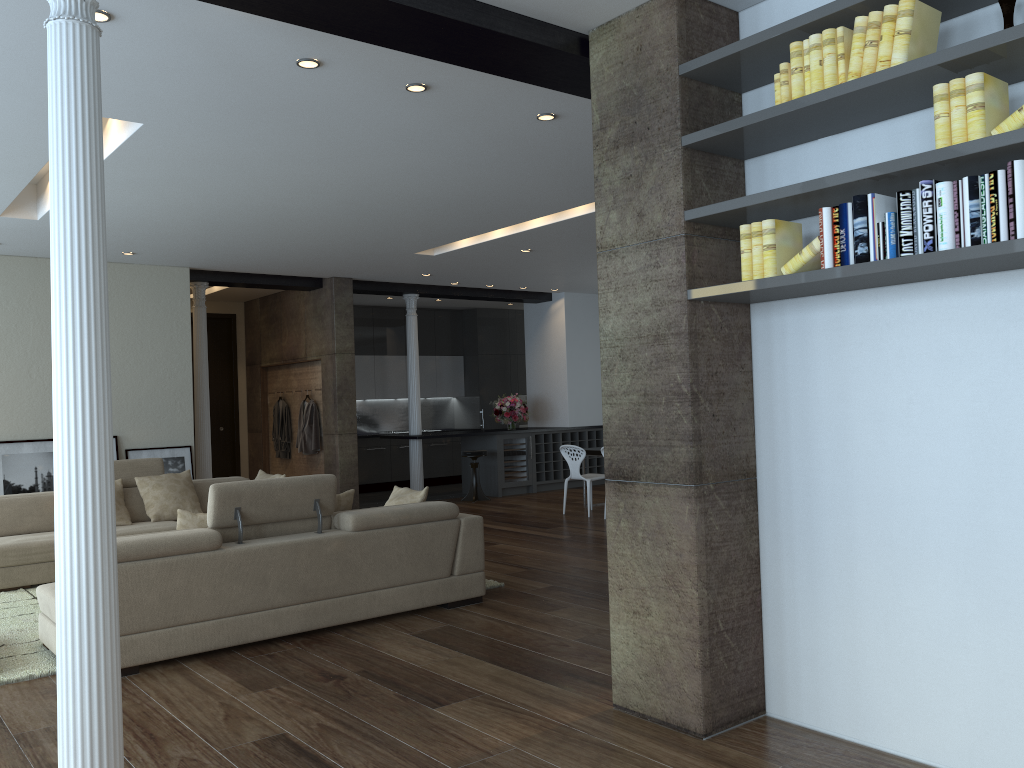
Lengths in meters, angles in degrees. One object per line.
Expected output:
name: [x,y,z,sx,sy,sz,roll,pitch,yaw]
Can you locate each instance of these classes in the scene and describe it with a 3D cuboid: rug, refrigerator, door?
rug: [-2.639,1.571,6.407,4.231,0.020,2.972,-1,-1,-38]
refrigerator: [0.056,1.103,12.893,0.578,0.774,0.075,-1,-1,-34]
door: [-4.574,0.367,13.066,1.037,2.814,0.246,-1,-1,-38]

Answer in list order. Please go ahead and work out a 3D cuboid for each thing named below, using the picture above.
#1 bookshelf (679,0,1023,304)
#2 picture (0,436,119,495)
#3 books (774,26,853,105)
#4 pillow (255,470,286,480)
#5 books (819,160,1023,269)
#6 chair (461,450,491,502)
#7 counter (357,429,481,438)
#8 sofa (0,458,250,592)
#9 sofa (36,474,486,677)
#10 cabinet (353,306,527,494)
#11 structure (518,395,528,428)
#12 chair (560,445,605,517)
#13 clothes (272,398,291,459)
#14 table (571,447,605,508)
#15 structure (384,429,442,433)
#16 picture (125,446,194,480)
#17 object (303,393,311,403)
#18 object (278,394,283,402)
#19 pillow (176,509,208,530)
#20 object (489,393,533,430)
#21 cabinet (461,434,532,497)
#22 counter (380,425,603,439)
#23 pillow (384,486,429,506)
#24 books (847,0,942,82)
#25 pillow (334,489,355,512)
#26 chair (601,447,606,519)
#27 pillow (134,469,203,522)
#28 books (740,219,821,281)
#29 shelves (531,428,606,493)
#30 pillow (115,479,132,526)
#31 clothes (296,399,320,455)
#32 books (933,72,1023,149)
bookshelf: [2.323,-0.895,1.783,0.400,0.942,4.804,-1,-1,-38]
picture: [-4.596,1.126,9.004,1.183,1.140,0.225,-1,-1,-38]
books: [1.110,-1.112,3.187,0.209,0.220,0.278,-1,-1,-40]
pillow: [-2.394,1.028,8.418,0.395,0.393,0.518,-1,-1,-42]
books: [2.075,-0.570,2.012,0.242,0.237,2.981,-1,-1,-38]
chair: [0.910,1.291,9.259,16.134,0.952,21.556,-1,-1,-38]
counter: [-2.183,0.921,14.426,3.597,0.223,0.807,-1,-1,-38]
sofa: [-3.326,1.159,7.965,2.581,0.950,1.021,-1,-1,-38]
sofa: [-1.504,1.052,5.651,2.581,0.950,1.021,-1,-1,-38]
cabinet: [-0.704,0.192,15.611,7.409,2.980,0.827,-1,-1,-38]
structure: [0.198,0.502,16.166,0.595,0.596,0.591,-1,-1,-38]
chair: [0.886,1.119,10.467,0.581,0.835,0.495,-1,-1,-38]
clothes: [-3.278,0.633,12.533,0.141,0.855,0.569,-1,-1,-38]
table: [2.271,1.118,10.165,1.200,0.733,3.400,-1,-1,-38]
structure: [-1.686,0.801,14.769,0.900,0.066,0.520,-1,-1,-38]
picture: [-3.800,1.186,9.645,0.700,0.988,0.195,-1,-1,-38]
object: [-2.726,0.187,11.830,0.010,0.219,0.430,-1,-1,-38]
object: [-3.275,0.219,12.545,0.010,0.219,0.430,-1,-1,-38]
pillow: [-1.799,0.939,5.423,0.519,0.416,0.368,-1,-1,-34]
object: [-0.014,0.410,13.294,0.544,0.552,0.570,-1,-1,-32]
cabinet: [-0.232,1.179,13.213,0.642,0.897,0.900,-1,-1,-38]
counter: [-0.114,0.708,13.328,3.700,0.040,1.000,-1,-1,-38]
pillow: [-0.850,0.938,6.457,0.395,0.393,0.518,-1,-1,-35]
books: [1.275,-1.123,2.974,0.189,0.228,0.249,-1,-1,-38]
pillow: [-1.301,0.919,5.800,0.534,0.439,0.301,-1,-1,-35]
chair: [1.316,1.093,9.913,0.581,0.835,0.495,-1,-1,-38]
pillow: [-3.139,1.026,8.135,0.534,0.439,0.301,-1,-1,-42]
books: [1.047,-0.500,3.314,0.189,0.224,0.345,-1,-1,-38]
shelves: [0.688,1.161,13.938,1.700,0.897,0.900,-1,-1,-38]
pillow: [-3.621,1.045,7.738,0.519,0.416,0.368,-1,-2,-43]
clothes: [-2.731,0.575,11.822,0.173,0.735,0.700,-1,-1,-40]
books: [1.515,-0.842,2.742,0.189,0.224,0.345,-1,-1,-38]
